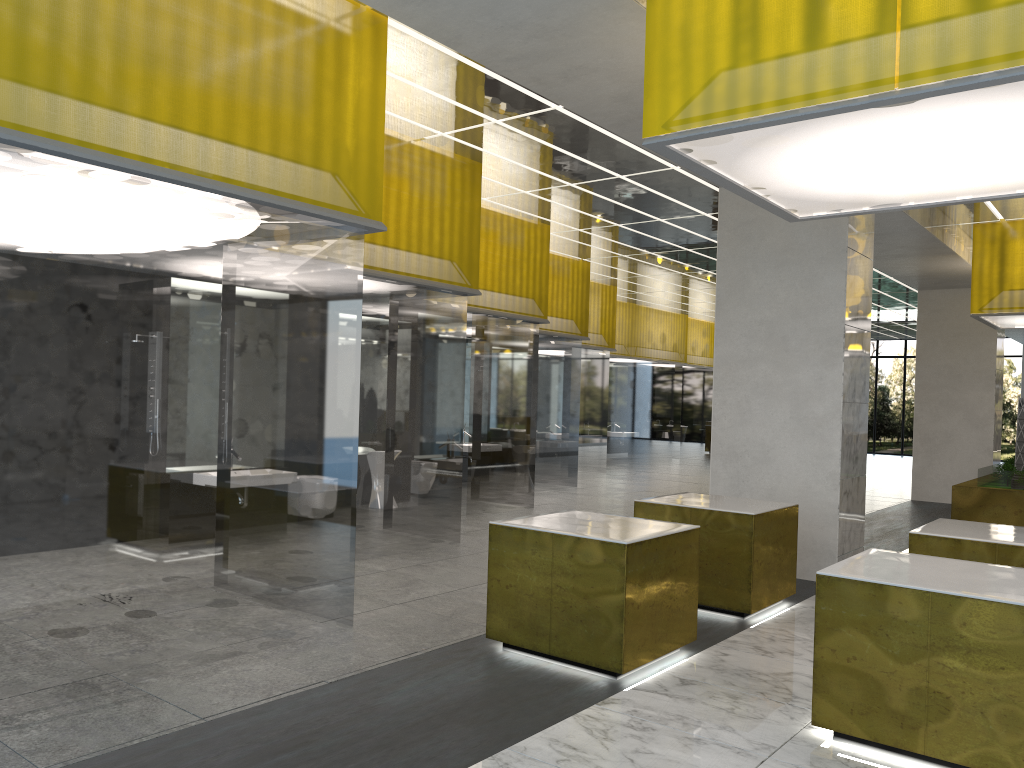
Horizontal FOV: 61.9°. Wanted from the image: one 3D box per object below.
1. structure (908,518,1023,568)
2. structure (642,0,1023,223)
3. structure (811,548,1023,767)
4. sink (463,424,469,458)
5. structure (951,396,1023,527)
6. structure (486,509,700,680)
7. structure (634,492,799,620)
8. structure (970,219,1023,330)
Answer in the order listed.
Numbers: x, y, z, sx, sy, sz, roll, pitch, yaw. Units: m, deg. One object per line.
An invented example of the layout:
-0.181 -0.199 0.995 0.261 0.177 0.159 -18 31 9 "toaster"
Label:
4.654 1.991 8.033 1.449 1.173 1.356 2 -1 38 "structure"
3.240 -2.780 6.262 3.454 2.269 3.047 1 -1 38 "structure"
3.038 1.903 5.929 1.449 1.173 1.356 2 -1 38 "structure"
-1.019 1.566 22.119 0.929 1.053 1.302 2 0 38 "sink"
11.746 1.568 17.421 4.111 2.571 4.834 1 -1 38 "structure"
0.748 1.861 7.797 1.449 1.173 1.356 2 -1 38 "structure"
2.360 1.948 9.896 1.449 1.173 1.356 2 -1 38 "structure"
11.093 -2.354 16.485 3.455 2.269 3.048 1 -1 38 "structure"
